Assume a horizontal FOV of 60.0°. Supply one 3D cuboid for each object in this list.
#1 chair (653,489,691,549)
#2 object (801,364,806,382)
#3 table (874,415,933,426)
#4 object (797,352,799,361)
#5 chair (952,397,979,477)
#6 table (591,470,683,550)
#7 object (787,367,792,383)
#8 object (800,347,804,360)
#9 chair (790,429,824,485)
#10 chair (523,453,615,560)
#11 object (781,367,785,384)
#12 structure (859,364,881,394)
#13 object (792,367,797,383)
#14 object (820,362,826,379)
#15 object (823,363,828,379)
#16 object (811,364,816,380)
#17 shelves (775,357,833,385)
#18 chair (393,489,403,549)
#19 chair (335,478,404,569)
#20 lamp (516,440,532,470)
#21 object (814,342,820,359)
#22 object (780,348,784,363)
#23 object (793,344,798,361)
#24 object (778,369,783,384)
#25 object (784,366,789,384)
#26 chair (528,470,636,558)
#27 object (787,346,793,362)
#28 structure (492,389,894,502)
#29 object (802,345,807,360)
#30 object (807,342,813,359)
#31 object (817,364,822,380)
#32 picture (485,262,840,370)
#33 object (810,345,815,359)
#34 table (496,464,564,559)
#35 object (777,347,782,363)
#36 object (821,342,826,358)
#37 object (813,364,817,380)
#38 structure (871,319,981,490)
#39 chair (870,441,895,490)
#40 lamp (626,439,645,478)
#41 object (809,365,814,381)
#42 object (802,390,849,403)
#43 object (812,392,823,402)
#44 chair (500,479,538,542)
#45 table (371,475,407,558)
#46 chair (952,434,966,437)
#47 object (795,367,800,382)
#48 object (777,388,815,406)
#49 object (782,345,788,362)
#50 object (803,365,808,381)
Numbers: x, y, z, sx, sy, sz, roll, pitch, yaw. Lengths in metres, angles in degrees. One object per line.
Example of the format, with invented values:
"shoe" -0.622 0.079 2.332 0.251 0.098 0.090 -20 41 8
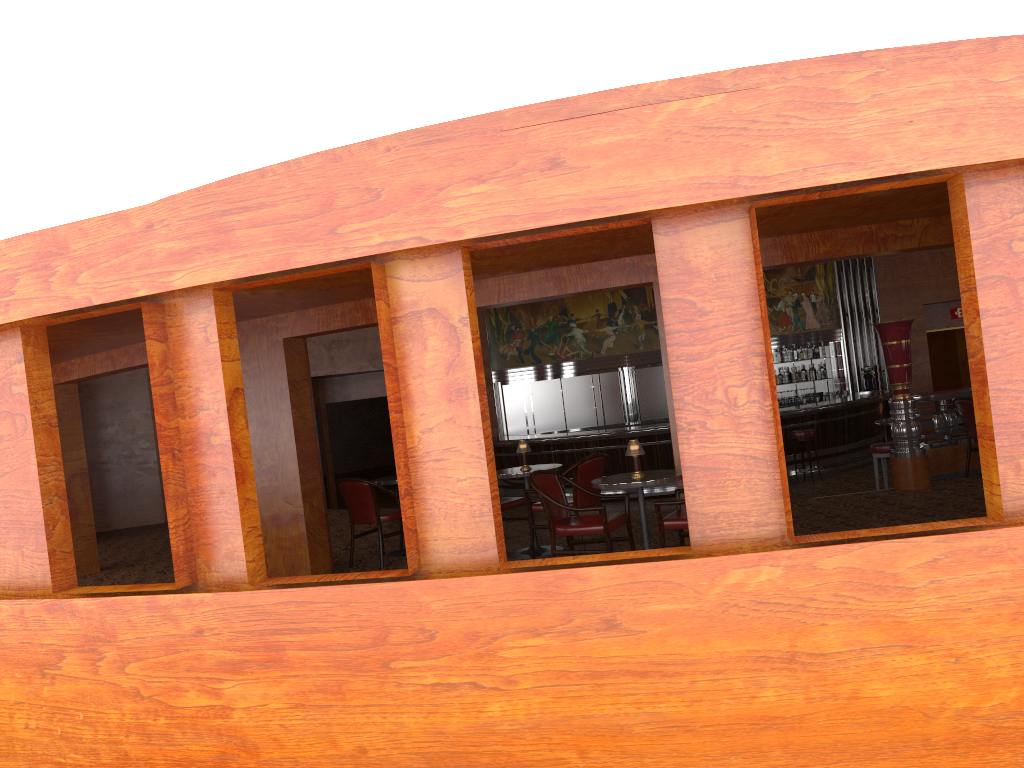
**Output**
"chair" 1.306 0.880 5.817 0.615 0.817 0.587 -7 0 25
"object" 5.172 -0.197 15.753 0.078 0.305 0.078 -7 0 38
"table" 4.586 0.854 9.972 0.849 0.960 0.849 -7 0 2
"object" 5.064 -0.530 15.821 0.068 0.235 0.212 -7 0 20
"chair" 4.717 0.495 8.694 0.615 0.817 0.588 -7 0 -10
"table" 0.895 0.981 5.972 0.640 0.720 0.639 -7 0 29
"object" 4.960 -0.164 15.889 0.090 0.293 0.090 -7 0 -21
"object" 5.148 -0.542 15.759 0.070 0.238 0.070 -7 0 -26
"chair" 4.172 1.034 12.584 0.350 0.755 0.349 -7 0 41
"chair" 0.507 0.993 7.315 0.616 0.817 0.587 -7 0 40
"object" 4.877 -0.160 15.873 0.078 0.305 0.206 -7 0 -4
"structure" 6.183 -0.083 15.383 0.360 0.540 0.280 -7 0 20
"object" 5.017 -0.167 15.782 0.067 0.283 0.067 -7 0 -34
"object" 5.532 -0.240 15.813 0.078 0.305 0.078 -7 0 13
"object" 5.607 -0.232 15.899 0.080 0.272 0.080 -7 0 -2
"object" 5.356 -0.208 15.795 0.067 0.283 0.067 -7 0 -39
"shelves" 4.373 -0.222 15.832 2.594 0.568 0.339 -7 0 0
"chair" -0.756 1.161 8.774 0.588 0.817 0.615 -7 0 35
"chair" -1.225 1.211 8.007 0.588 0.817 0.615 -7 0 35
"lamp" 0.104 0.605 7.594 0.130 0.250 0.130 -7 0 22
"object" 5.408 -0.601 15.734 0.090 0.293 0.090 -7 0 34
"object" 4.817 -0.510 15.863 0.090 0.256 0.090 -7 0 21
"object" 5.023 -0.561 15.735 0.078 0.305 0.078 -7 0 -12
"object" 4.792 -0.133 15.845 0.080 0.272 0.080 -7 0 3
"object" 4.882 -0.162 15.784 0.078 0.305 0.078 -7 0 -7
"chair" 0.474 0.985 6.149 0.615 0.817 0.587 -7 0 25
"object" 4.936 -0.533 15.757 0.080 0.272 0.080 -7 0 -7
"structure" 2.941 1.053 14.188 7.810 1.047 3.207 -7 -1 0
"object" 5.216 -0.566 15.855 0.080 0.272 0.080 -7 0 -32
"object" 5.291 -0.593 15.750 0.078 0.305 0.078 -7 0 -19
"object" 5.463 -0.216 15.768 0.080 0.272 0.080 -7 0 3
"picture" 2.661 -1.274 15.796 6.254 1.322 0.001 -7 0 0
"object" 5.375 -0.577 15.901 0.090 0.256 0.090 -7 0 6
"table" 0.157 1.087 7.594 0.640 0.720 0.639 -7 0 26
"object" 4.746 -0.515 15.757 0.067 0.283 0.067 -7 0 -44
"object" 5.530 -0.611 15.754 0.067 0.283 0.067 -7 0 12
"object" 5.415 -0.219 15.917 0.090 0.293 0.090 -7 0 34
"structure" 5.467 -0.590 9.533 4.350 3.605 0.549 -7 0 -25
"chair" 4.098 1.013 9.576 0.349 0.755 0.350 -7 0 -41
"lamp" 0.832 0.500 5.968 0.130 0.250 0.130 -7 0 -34
"object" 5.303 -0.202 15.727 0.067 0.283 0.067 -7 0 -25
"object" 5.248 0.262 15.812 1.425 0.135 0.403 -7 -1 6
"object" 5.425 0.228 15.725 0.169 0.156 0.195 -7 0 25
"chair" -0.211 1.086 7.852 0.616 0.817 0.587 -7 0 40
"table" -0.974 1.233 8.388 0.639 0.720 0.640 -7 0 -10
"chair" 4.829 0.922 9.440 0.350 0.755 0.349 -7 0 41
"object" 5.091 -0.170 15.864 0.080 0.272 0.080 -7 0 3
"object" 4.948 0.243 15.764 0.951 0.245 0.396 -7 0 4
"object" 4.849 -0.539 15.757 0.078 0.305 0.078 -7 0 -9
"object" 5.232 -0.197 15.848 0.090 0.293 0.090 -7 0 -6
